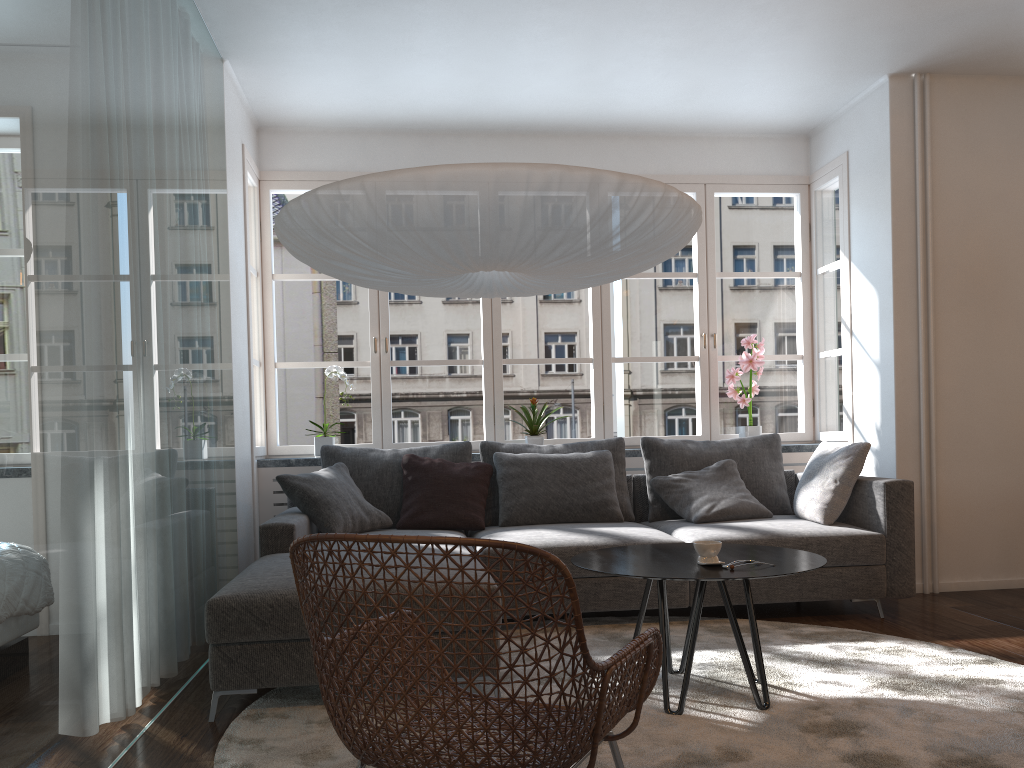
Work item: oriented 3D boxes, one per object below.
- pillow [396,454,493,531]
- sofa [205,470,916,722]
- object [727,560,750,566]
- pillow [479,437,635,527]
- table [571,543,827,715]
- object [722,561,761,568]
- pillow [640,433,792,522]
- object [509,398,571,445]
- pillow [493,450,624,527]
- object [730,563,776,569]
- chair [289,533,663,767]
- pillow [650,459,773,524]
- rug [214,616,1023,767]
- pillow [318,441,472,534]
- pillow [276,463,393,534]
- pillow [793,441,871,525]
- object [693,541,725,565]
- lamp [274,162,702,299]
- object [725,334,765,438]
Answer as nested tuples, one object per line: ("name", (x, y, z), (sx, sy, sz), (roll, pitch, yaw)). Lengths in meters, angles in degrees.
("pillow", (-0.349, 0.566, 4.652), (0.521, 0.403, 0.311), (-1, -1, -5))
("sofa", (0.402, 0.799, 4.029), (3.066, 0.671, 2.043), (-1, -3, -7))
("object", (0.736, 0.577, 2.869), (0.124, 0.010, 0.026), (1, -4, -40))
("pillow", (0.242, 0.539, 4.888), (0.839, 0.475, 0.277), (-1, 0, -6))
("table", (0.631, 0.830, 3.018), (0.847, 0.472, 0.848), (-1, -2, -4))
("object", (0.733, 0.571, 2.812), (0.163, 0.016, 0.025), (1, -3, -32))
("pillow", (1.151, 0.524, 4.982), (0.836, 0.477, 0.275), (-1, 0, -6))
("object", (0.163, 0.244, 5.328), (0.376, 0.328, 0.323), (0, -2, -32))
("pillow", (0.245, 0.557, 4.745), (0.666, 0.397, 0.292), (-1, -1, -7))
("object", (0.756, 0.569, 2.776), (0.168, 0.015, 0.015), (0, -2, -19))
("chair", (-0.075, 0.659, 2.015), (0.719, 0.709, 0.685), (-2, -1, 26))
("pillow", (1.060, 0.570, 4.730), (0.492, 0.321, 0.445), (0, -2, -25))
("rug", (0.519, 1.058, 2.911), (2.836, 0.012, 2.843), (0, -4, -27))
("pillow", (-0.621, 0.556, 4.778), (0.836, 0.478, 0.275), (-1, 0, -6))
("pillow", (-0.885, 0.580, 4.445), (0.347, 0.359, 0.515), (-2, -2, 33))
("pillow", (1.608, 0.506, 4.572), (0.286, 0.414, 0.495), (-1, -2, -8))
("object", (0.637, 0.550, 2.863), (0.091, 0.069, 0.139), (-2, -3, 5))
("lamp", (-0.077, -0.457, 3.119), (1.472, 0.210, 1.470), (-3, -4, 30))
("object", (1.459, 0.040, 5.487), (0.201, 0.691, 0.297), (-2, 0, -28))
